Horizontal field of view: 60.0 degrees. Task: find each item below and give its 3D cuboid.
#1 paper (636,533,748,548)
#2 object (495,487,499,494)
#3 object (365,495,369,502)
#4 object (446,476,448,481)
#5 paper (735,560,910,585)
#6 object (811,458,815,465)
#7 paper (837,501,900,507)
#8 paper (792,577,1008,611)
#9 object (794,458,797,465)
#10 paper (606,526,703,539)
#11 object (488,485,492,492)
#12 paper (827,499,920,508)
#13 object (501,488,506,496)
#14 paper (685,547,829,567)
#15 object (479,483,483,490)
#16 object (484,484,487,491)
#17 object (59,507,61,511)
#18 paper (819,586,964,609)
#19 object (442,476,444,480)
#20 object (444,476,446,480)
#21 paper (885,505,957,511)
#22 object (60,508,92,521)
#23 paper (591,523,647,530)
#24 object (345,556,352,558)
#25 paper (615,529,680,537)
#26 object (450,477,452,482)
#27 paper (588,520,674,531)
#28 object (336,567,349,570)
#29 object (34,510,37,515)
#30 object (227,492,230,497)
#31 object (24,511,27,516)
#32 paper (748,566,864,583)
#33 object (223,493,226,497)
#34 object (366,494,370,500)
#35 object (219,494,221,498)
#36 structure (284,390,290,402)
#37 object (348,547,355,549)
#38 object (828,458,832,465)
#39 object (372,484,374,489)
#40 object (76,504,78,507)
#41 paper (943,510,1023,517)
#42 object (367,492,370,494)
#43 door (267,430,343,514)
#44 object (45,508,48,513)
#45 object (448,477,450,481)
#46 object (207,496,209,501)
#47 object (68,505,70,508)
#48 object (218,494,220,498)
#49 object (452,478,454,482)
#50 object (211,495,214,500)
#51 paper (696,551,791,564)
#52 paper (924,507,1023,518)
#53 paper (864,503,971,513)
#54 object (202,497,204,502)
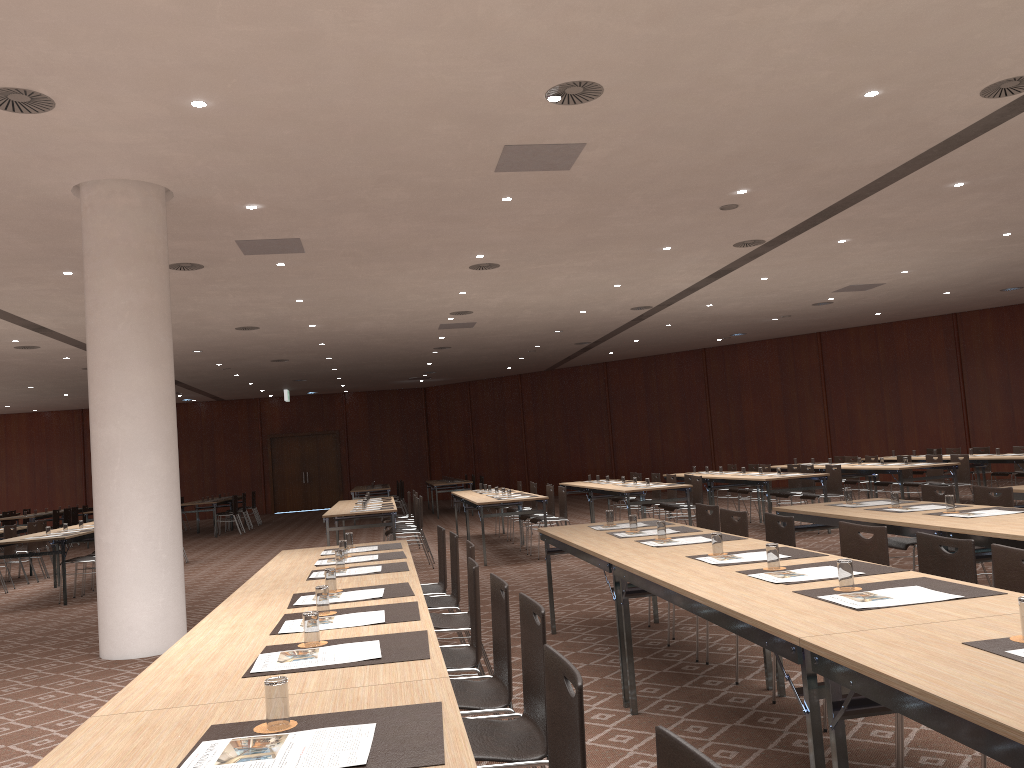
[{"bbox_3d":[1.090,0.958,5.449,0.565,0.003,0.460,-4,-5,-10],"label":"paper"},{"bbox_3d":[-0.234,1.640,13.634,0.054,0.114,0.054,-3,-4,-20],"label":"object"},{"bbox_3d":[-2.337,1.849,14.286,0.054,0.114,0.054,-6,-4,25],"label":"object"},{"bbox_3d":[-1.802,2.608,24.490,0.054,0.114,0.054,-6,-4,25],"label":"object"},{"bbox_3d":[1.337,0.815,3.860,0.565,0.003,0.461,-3,-5,-12],"label":"paper"},{"bbox_3d":[5.469,1.406,16.117,0.054,0.114,0.054,-1,-5,-42],"label":"object"},{"bbox_3d":[2.812,0.947,7.006,0.398,0.006,0.284,-4,-5,-8],"label":"paper"},{"bbox_3d":[1.395,0.762,3.237,0.565,0.003,0.461,-3,-5,-10],"label":"paper"},{"bbox_3d":[5.360,1.465,16.771,0.054,0.114,0.054,-1,-5,-42],"label":"object"},{"bbox_3d":[0.968,1.018,6.096,0.565,0.003,0.460,-4,-4,-6],"label":"paper"},{"bbox_3d":[-0.367,1.725,14.596,0.054,0.114,0.054,-1,-5,-42],"label":"object"},{"bbox_3d":[2.860,0.951,7.061,0.565,0.003,0.460,-4,-5,-9],"label":"paper"},{"bbox_3d":[-0.124,1.582,13.002,0.054,0.114,0.054,-3,-4,-20],"label":"object"},{"bbox_3d":[1.230,0.873,4.499,0.565,0.003,0.460,-4,-5,-10],"label":"paper"},{"bbox_3d":[-0.558,1.839,15.874,0.054,0.114,0.054,-1,-5,-42],"label":"object"},{"bbox_3d":[-0.457,1.782,15.238,0.054,0.114,0.054,-1,-5,-42],"label":"object"},{"bbox_3d":[-11.721,3.236,22.992,0.054,0.114,0.054,-1,-5,-42],"label":"object"},{"bbox_3d":[1.336,0.755,3.147,0.398,0.006,0.284,-4,-5,-8],"label":"paper"},{"bbox_3d":[-2.002,2.723,25.766,0.054,0.114,0.054,-6,-4,25],"label":"object"},{"bbox_3d":[-1.893,2.666,25.135,0.054,0.114,0.054,-6,-4,25],"label":"object"},{"bbox_3d":[2.907,0.887,6.334,0.398,0.006,0.284,-4,-5,-8],"label":"paper"},{"bbox_3d":[-11.795,3.756,23.438,0.953,0.832,2.269,-4,-4,-9],"label":"object"},{"bbox_3d":[0.810,1.072,6.683,0.398,0.006,0.284,-4,-4,-6],"label":"paper"},{"bbox_3d":[-1.127,1.162,5.951,0.102,0.001,0.102,0,-6,-42],"label":"object"},{"bbox_3d":[0.913,1.014,6.042,0.398,0.006,0.284,-4,-4,-6],"label":"paper"},{"bbox_3d":[-1.577,2.466,22.895,0.054,0.114,0.054,-1,-5,-42],"label":"object"},{"bbox_3d":[0.898,1.073,6.737,0.565,0.003,0.460,-4,-5,-7],"label":"paper"},{"bbox_3d":[-1.027,1.105,5.320,0.102,0.001,0.102,0,-6,-42],"label":"object"},{"bbox_3d":[-11.488,3.093,21.387,0.054,0.114,0.054,-1,-5,-42],"label":"object"},{"bbox_3d":[-7.949,3.100,24.866,0.054,0.114,0.054,-1,-5,-42],"label":"object"},{"bbox_3d":[-11.386,3.036,20.757,0.054,0.114,0.054,-1,-5,-42],"label":"object"},{"bbox_3d":[1.249,0.812,3.786,0.398,0.006,0.284,-4,-5,-10],"label":"paper"},{"bbox_3d":[-7.855,3.043,24.230,0.054,0.114,0.054,-1,-5,-42],"label":"object"},{"bbox_3d":[-2.424,1.906,14.938,0.054,0.114,0.054,-6,-4,25],"label":"object"},{"bbox_3d":[-7.767,2.986,23.592,0.054,0.114,0.054,-1,-5,-42],"label":"object"},{"bbox_3d":[-7.222,0.373,28.436,0.105,0.346,0.587,-4,-4,-9],"label":"structure"},{"bbox_3d":[-1.214,1.219,6.590,0.102,0.001,0.102,0,-6,-42],"label":"object"},{"bbox_3d":[5.557,1.350,15.486,0.054,0.114,0.054,-1,-5,-42],"label":"object"},{"bbox_3d":[-3.447,2.533,21.954,0.054,0.114,0.054,-6,-4,25],"label":"object"},{"bbox_3d":[-11.902,3.351,24.280,0.054,0.114,0.054,-1,-5,-42],"label":"object"},{"bbox_3d":[3.006,0.827,5.671,0.398,0.006,0.284,-4,-5,-10],"label":"paper"},{"bbox_3d":[-2.525,1.965,15.585,0.054,0.114,0.054,-6,-4,25],"label":"object"},{"bbox_3d":[-7.124,3.030,30.625,2.422,2.698,0.200,-4,-4,-9],"label":"door"},{"bbox_3d":[-11.575,3.150,22.039,0.054,0.114,0.054,-1,-5,-42],"label":"object"},{"bbox_3d":[-1.675,2.523,23.528,0.054,0.114,0.054,-1,-5,-42],"label":"object"},{"bbox_3d":[-7.544,2.844,21.998,0.054,0.114,0.054,-6,-4,25],"label":"object"},{"bbox_3d":[-11.807,3.293,23.639,0.054,0.114,0.054,-1,-5,-42],"label":"object"},{"bbox_3d":[-7.780,2.987,23.591,0.054,0.114,0.054,-1,-5,-42],"label":"object"},{"bbox_3d":[-1.477,2.408,22.247,0.054,0.114,0.054,-1,-5,-42],"label":"object"},{"bbox_3d":[-7.641,2.901,22.629,0.054,0.114,0.054,-6,-4,25],"label":"object"},{"bbox_3d":[1.156,0.871,4.454,0.398,0.006,0.284,-4,-4,-6],"label":"paper"},{"bbox_3d":[3.062,0.835,5.767,0.565,0.003,0.460,-4,-5,-9],"label":"paper"},{"bbox_3d":[2.927,0.895,6.408,0.565,0.003,0.460,-4,-5,-9],"label":"paper"},{"bbox_3d":[-7.443,2.787,21.360,0.054,0.114,0.054,-6,-4,25],"label":"object"}]
